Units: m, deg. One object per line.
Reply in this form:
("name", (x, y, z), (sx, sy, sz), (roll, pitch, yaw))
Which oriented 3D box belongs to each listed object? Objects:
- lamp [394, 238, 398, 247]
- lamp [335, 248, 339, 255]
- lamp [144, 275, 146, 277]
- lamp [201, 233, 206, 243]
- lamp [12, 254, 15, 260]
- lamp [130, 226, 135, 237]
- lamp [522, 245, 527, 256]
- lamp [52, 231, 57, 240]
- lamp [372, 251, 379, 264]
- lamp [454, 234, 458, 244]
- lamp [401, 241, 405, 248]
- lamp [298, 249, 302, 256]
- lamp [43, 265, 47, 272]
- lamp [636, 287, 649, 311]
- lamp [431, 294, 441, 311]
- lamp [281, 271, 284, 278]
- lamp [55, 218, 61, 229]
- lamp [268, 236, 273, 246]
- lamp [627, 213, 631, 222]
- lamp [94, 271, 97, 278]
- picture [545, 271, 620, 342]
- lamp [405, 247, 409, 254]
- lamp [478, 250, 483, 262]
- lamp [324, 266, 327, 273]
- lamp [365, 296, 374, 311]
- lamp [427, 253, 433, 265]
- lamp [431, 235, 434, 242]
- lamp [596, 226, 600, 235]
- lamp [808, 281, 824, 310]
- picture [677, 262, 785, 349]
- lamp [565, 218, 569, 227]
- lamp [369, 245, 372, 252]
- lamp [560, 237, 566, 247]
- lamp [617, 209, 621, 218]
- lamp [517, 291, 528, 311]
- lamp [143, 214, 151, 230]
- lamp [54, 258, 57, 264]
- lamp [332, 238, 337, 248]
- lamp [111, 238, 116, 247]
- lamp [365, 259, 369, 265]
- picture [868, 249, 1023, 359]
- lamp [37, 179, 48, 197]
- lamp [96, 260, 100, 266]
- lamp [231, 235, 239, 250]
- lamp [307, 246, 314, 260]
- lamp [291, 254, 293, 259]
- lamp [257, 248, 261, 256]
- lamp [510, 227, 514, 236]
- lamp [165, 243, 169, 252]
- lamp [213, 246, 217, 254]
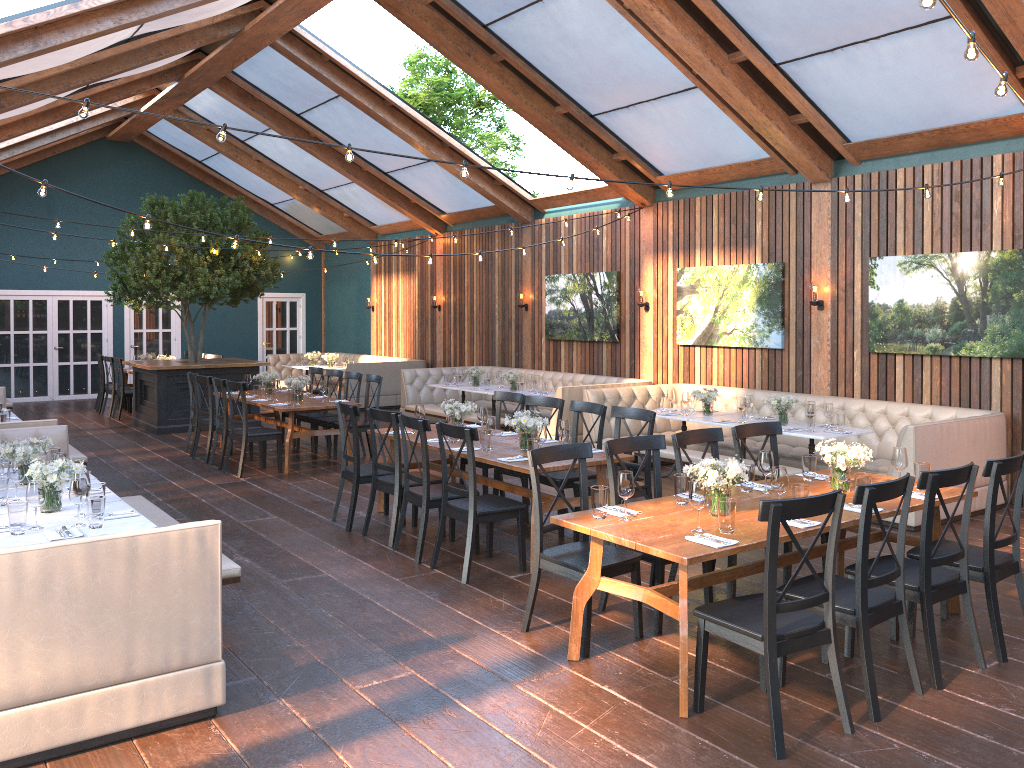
("lamp", (-1.455, -1.768, 11.071), (0.056, 0.117, 0.067), (0, 2, 18))
("lamp", (-2.891, -2.187, 14.616), (0.056, 0.117, 0.068), (-1, 2, -38))
("lamp", (-6.276, -1.820, 15.091), (0.060, 0.119, 0.056), (-1, 2, -21))
("lamp", (-3.610, -1.713, 10.341), (0.056, 0.121, 0.056), (0, 2, 5))
("lamp", (-8.818, -2.246, 15.648), (0.056, 0.120, 0.056), (-1, 2, -33))
("lamp", (-4.329, -1.735, 10.086), (0.056, 0.121, 0.056), (-1, 2, -26))
("lamp", (0.138, -1.514, 10.021), (0.056, 0.120, 0.056), (0, 2, -8))
("lamp", (-5.692, -1.848, 11.014), (0.056, 0.120, 0.056), (1, 2, 21))
("lamp", (-1.271, -1.174, 8.237), (0.056, 0.120, 0.056), (-1, 2, -30))
("lamp", (-0.718, -1.852, 11.286), (0.056, 0.121, 0.056), (0, 2, -14))
("lamp", (-1.945, -2.488, 15.789), (0.064, 0.118, 0.056), (-1, 2, -27))
("lamp", (-3.360, -2.082, 14.028), (0.060, 0.119, 0.056), (0, 2, -12))
("lamp", (-7.683, -1.897, 14.569), (0.056, 0.115, 0.074), (0, 2, 8))
("lamp", (1.766, -1.153, 11.980), (0.178, 0.320, 0.146), (-1, 2, -35))
("lamp", (-1.425, -1.519, 16.479), (0.178, 0.320, 0.146), (-1, 2, -35))
("lamp", (-4.103, -1.956, 15.790), (0.056, 0.121, 0.056), (1, 2, 31))
("lamp", (-5.045, -1.786, 9.833), (0.056, 0.121, 0.056), (-1, 2, -23))
("lamp", (-2.892, -1.711, 10.577), (0.056, 0.121, 0.056), (1, 2, 30))
("lamp", (1.544, -2.208, 11.722), (0.056, 0.119, 0.062), (1, 2, 38))
("lamp", (-6.998, -1.839, 14.860), (0.056, 0.119, 0.060), (0, 2, 1))
("picture", (1.016, -1.142, 13.113), (0.065, 0.996, 1.653), (-1, 3, -35))
("lamp", (-1.948, -2.470, 16.378), (0.074, 0.115, 0.056), (-1, 2, -29))
("lamp", (-0.337, -1.363, 9.434), (0.056, 0.121, 0.056), (1, 2, 42))
("lamp", (-3.368, -2.070, 15.987), (0.056, 0.121, 0.056), (1, 2, 32))
("lamp", (-3.015, -1.701, 18.720), (0.178, 0.320, 0.146), (-1, 2, -35))
("lamp", (-0.819, -1.251, 8.846), (0.056, 0.120, 0.056), (-1, 2, -16))
("lamp", (-1.480, -2.691, 16.376), (0.056, 0.120, 0.056), (0, 2, -6))
("lamp", (1.083, -1.937, 11.165), (0.060, 0.119, 0.056), (0, 2, -13))
("lamp", (3.348, -0.971, 9.751), (0.178, 0.320, 0.146), (-1, 2, -35))
("picture", (2.637, -0.957, 10.840), (0.065, 0.996, 1.653), (-1, 3, -35))
("lamp", (0.723, -2.135, 11.710), (0.056, 0.120, 0.056), (0, 2, 7))
("lamp", (-2.429, -2.322, 15.218), (0.056, 0.121, 0.056), (1, 2, 37))
("lamp", (0.611, -1.705, 10.599), (0.071, 0.116, 0.056), (-1, 2, -13))
("lamp", (1.436, -2.289, 11.910), (0.056, 0.121, 0.056), (0, 2, -14))
("lamp", (0.164, -1.336, 14.239), (0.178, 0.320, 0.146), (-1, 2, -35))
("lamp", (-2.640, -1.172, 6.404), (0.056, 0.120, 0.056), (-1, 2, -38))
("lamp", (-8.394, -2.259, 16.261), (0.056, 0.121, 0.056), (0, 2, -11))
("lamp", (-2.168, -1.728, 10.820), (0.056, 0.121, 0.056), (-1, 2, -20))
("lamp", (-5.243, -1.857, 11.630), (0.056, 0.120, 0.056), (1, 2, 42))
("lamp", (-2.645, -2.235, 16.185), (0.066, 0.118, 0.056), (1, 2, 31))
("picture", (4.229, -0.775, 8.607), (0.065, 0.996, 1.653), (-1, 3, -35))
("lamp", (-3.078, -1.284, 5.798), (0.056, 0.119, 0.059), (0, 2, -4))
("lamp", (-7.903, -2.304, 16.876), (0.067, 0.117, 0.056), (0, 2, 9))
("lamp", (-2.200, -1.126, 7.019), (0.056, 0.120, 0.056), (0, 2, 15))
("lamp", (-1.741, -1.130, 7.633), (0.056, 0.121, 0.056), (-1, 2, -36))
("lamp", (-5.067, -2.930, 20.399), (0.056, 0.121, 0.056), (1, 2, 37))
("lamp", (-3.836, -2.001, 13.433), (0.056, 0.119, 0.060), (1, 2, 40))
("lamp", (-0.005, -1.985, 11.513), (0.063, 0.118, 0.056), (-2, 2, -42))
("lamp", (-4.774, -1.890, 12.232), (0.056, 0.121, 0.056), (1, 2, 35))
("lamp", (-4.314, -1.940, 12.842), (0.056, 0.121, 0.056), (0, 2, -10))
